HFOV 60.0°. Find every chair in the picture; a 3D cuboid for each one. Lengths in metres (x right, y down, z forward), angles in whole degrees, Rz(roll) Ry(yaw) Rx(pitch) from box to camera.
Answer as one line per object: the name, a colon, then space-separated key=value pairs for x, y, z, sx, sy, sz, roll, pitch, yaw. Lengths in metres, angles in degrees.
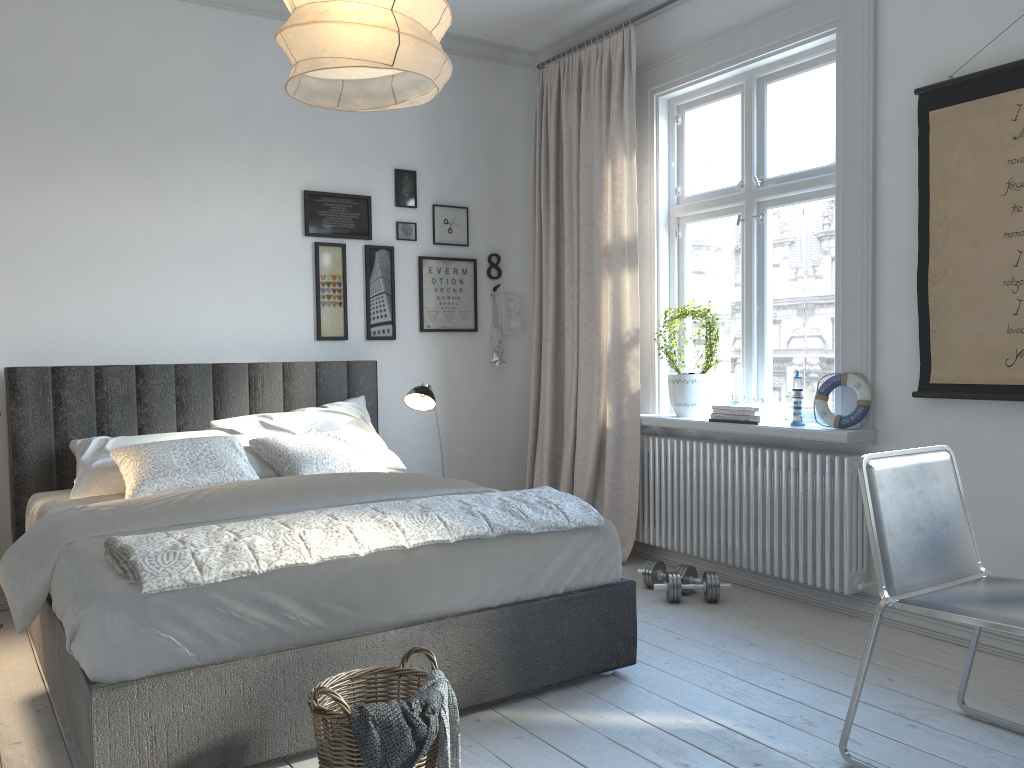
chair: x=1.218 y=0.580 z=2.221 sx=0.562 sy=0.798 sz=0.524 roll=-3 pitch=3 yaw=-33

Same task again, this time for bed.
bed: x=-0.850 y=0.446 z=3.351 sx=1.887 sy=1.047 sz=2.175 roll=-2 pitch=3 yaw=-33

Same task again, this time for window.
window: x=0.705 y=-0.950 z=7.731 sx=11.961 sy=7.016 sz=7.975 roll=-2 pitch=3 yaw=-33

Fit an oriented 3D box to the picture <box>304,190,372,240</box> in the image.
picture: x=-0.902 y=-0.876 z=4.616 sx=0.365 sy=0.232 sz=0.020 roll=-2 pitch=3 yaw=-33

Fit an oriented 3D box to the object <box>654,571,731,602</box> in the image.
object: x=0.774 y=0.870 z=3.805 sx=0.328 sy=0.129 sz=0.129 roll=-1 pitch=2 yaw=2

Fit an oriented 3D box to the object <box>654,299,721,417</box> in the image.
object: x=0.868 y=-0.128 z=4.334 sx=0.385 sy=0.574 sz=0.216 roll=1 pitch=4 yaw=37

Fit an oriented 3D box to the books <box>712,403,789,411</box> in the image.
books: x=1.063 y=0.102 z=3.963 sx=0.203 sy=0.015 sz=0.269 roll=-2 pitch=2 yaw=-36

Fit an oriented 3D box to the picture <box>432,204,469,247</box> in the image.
picture: x=-0.343 y=-0.890 z=4.984 sx=0.225 sy=0.220 sz=0.010 roll=-2 pitch=3 yaw=-33

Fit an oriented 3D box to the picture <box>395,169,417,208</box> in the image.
picture: x=-0.577 y=-1.063 z=4.824 sx=0.128 sy=0.202 sz=0.011 roll=-3 pitch=3 yaw=-33

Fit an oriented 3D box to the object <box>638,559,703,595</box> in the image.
object: x=0.708 y=0.865 z=3.982 sx=0.328 sy=0.129 sz=0.129 roll=1 pitch=3 yaw=42

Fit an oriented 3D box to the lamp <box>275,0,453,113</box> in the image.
lamp: x=-0.293 y=-1.187 z=1.692 sx=0.338 sy=1.232 sz=0.340 roll=-1 pitch=3 yaw=-2

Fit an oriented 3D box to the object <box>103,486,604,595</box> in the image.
object: x=-0.397 y=0.426 z=2.638 sx=1.459 sy=0.104 sz=0.404 roll=-2 pitch=2 yaw=-33

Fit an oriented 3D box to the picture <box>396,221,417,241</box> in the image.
picture: x=-0.574 y=-0.832 z=4.836 sx=0.119 sy=0.098 sz=0.010 roll=-2 pitch=3 yaw=-33

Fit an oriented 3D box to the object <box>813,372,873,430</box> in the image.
object: x=1.322 y=0.067 z=3.546 sx=0.236 sy=0.228 sz=0.079 roll=1 pitch=4 yaw=42

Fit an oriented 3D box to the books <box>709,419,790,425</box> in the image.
books: x=1.058 y=0.164 z=3.964 sx=0.219 sy=0.013 sz=0.272 roll=-2 pitch=2 yaw=-37

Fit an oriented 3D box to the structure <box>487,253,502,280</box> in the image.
structure: x=-0.102 y=-0.682 z=5.142 sx=0.096 sy=0.151 sz=0.014 roll=-3 pitch=3 yaw=-33

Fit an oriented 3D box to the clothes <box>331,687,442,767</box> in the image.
clothes: x=-0.282 y=0.831 z=2.030 sx=0.245 sy=0.270 sz=0.297 roll=-2 pitch=3 yaw=-32

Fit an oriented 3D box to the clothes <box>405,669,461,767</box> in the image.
clothes: x=-0.277 y=0.843 z=2.078 sx=0.283 sy=0.289 sz=0.234 roll=-1 pitch=3 yaw=6

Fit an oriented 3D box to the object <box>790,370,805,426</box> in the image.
object: x=1.196 y=0.058 z=3.712 sx=0.060 sy=0.235 sz=0.059 roll=0 pitch=3 yaw=9

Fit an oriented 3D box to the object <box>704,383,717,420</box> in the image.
object: x=0.937 y=0.082 z=4.175 sx=0.059 sy=0.165 sz=0.196 roll=0 pitch=3 yaw=17

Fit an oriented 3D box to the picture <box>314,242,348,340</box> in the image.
picture: x=-0.938 y=-0.480 z=4.610 sx=0.165 sy=0.505 sz=0.020 roll=-3 pitch=4 yaw=-33

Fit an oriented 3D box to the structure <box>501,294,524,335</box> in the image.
structure: x=0.001 y=-0.408 z=5.225 sx=0.146 sy=0.239 sz=0.024 roll=-3 pitch=3 yaw=-33

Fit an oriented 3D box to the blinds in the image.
blinds: x=0.329 y=-0.418 z=4.634 sx=0.224 sy=2.650 sz=0.830 roll=-3 pitch=4 yaw=-33

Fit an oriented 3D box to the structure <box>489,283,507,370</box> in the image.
structure: x=-0.094 y=-0.336 z=5.136 sx=0.078 sy=0.514 sz=0.134 roll=2 pitch=4 yaw=45

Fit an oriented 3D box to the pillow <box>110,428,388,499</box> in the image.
pillow: x=-1.060 y=0.325 z=3.721 sx=1.146 sy=0.226 sz=0.415 roll=-3 pitch=3 yaw=-40

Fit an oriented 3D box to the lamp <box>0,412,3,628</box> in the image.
lamp: x=-2.327 y=0.527 z=3.322 sx=0.825 sy=0.937 sz=0.450 roll=-2 pitch=3 yaw=-15

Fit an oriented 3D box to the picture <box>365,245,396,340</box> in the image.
picture: x=-0.706 y=-0.489 z=4.761 sx=0.165 sy=0.505 sz=0.020 roll=-3 pitch=4 yaw=-33

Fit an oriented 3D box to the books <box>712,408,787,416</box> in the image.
books: x=1.061 y=0.121 z=3.968 sx=0.207 sy=0.022 sz=0.253 roll=-2 pitch=2 yaw=-32

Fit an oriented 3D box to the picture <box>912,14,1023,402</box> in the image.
picture: x=1.716 y=-0.597 z=2.962 sx=0.057 sy=1.314 sz=0.792 roll=-3 pitch=3 yaw=-33

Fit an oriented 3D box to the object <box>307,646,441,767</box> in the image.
object: x=-0.313 y=0.833 z=2.079 sx=0.319 sy=0.351 sz=0.319 roll=-1 pitch=3 yaw=-1

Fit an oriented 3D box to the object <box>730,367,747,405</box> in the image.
object: x=1.026 y=0.007 z=4.022 sx=0.074 sy=0.173 sz=0.074 roll=0 pitch=3 yaw=12

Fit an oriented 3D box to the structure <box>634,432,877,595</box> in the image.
structure: x=1.007 y=0.538 z=4.100 sx=0.195 sy=0.547 sz=1.505 roll=-3 pitch=3 yaw=-33

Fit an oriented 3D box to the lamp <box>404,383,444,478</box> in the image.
lamp: x=-0.330 y=0.452 z=4.625 sx=0.450 sy=0.937 sz=0.800 roll=1 pitch=3 yaw=39

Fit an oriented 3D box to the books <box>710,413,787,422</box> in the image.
books: x=1.061 y=0.144 z=3.981 sx=0.207 sy=0.025 sz=0.262 roll=-3 pitch=3 yaw=-40

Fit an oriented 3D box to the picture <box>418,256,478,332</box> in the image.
picture: x=-0.356 y=-0.501 z=4.989 sx=0.364 sy=0.415 sz=0.021 roll=-3 pitch=3 yaw=-33
